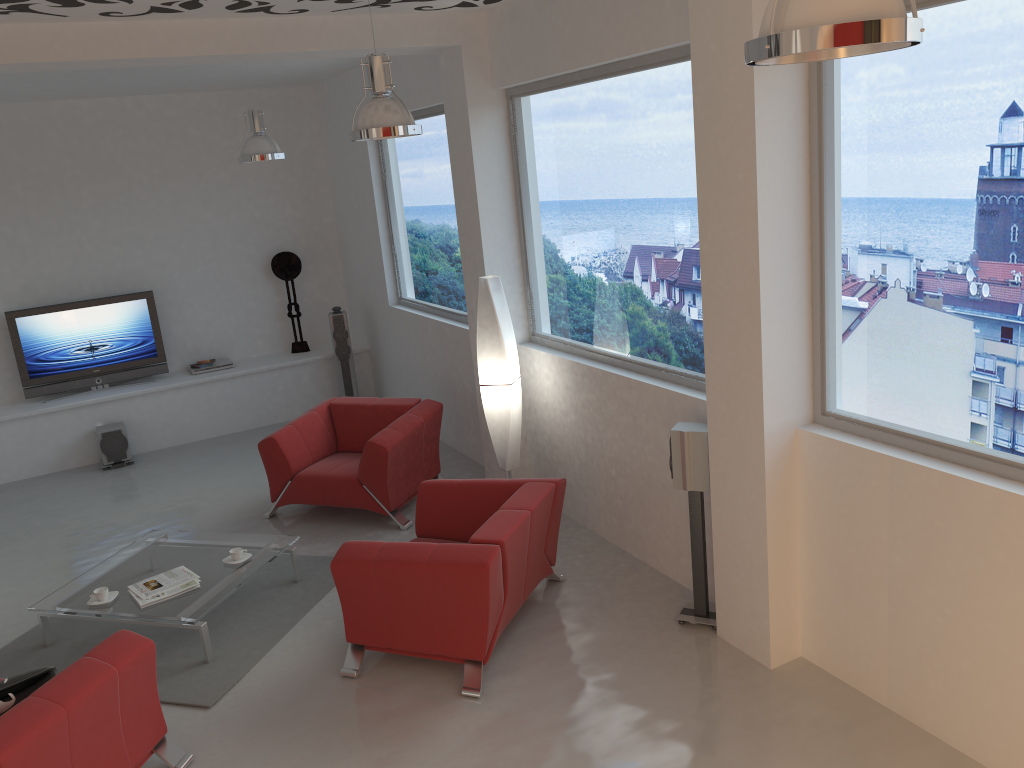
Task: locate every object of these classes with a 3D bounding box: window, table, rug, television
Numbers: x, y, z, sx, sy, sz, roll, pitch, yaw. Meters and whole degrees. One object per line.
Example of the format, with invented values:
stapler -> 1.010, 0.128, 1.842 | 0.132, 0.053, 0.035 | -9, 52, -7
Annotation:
window -> 1.924, -0.479, 2.928 | 0.100, 1.800, 2.400 | -13, 16, -25
table -> -2.090, 1.285, 5.510 | 1.162, 0.286, 1.097 | -1, 15, 18
window -> -0.652, -1.478, 7.799 | 0.100, 1.800, 2.400 | -13, 16, -25
rug -> -2.080, 1.429, 5.535 | 1.700, 0.025, 1.700 | -1, 15, 18
television -> -4.264, -0.387, 8.977 | 1.356, 0.919, 0.343 | -13, 16, -25
window -> 0.636, -0.978, 5.363 | 0.100, 1.800, 2.400 | -13, 16, -25

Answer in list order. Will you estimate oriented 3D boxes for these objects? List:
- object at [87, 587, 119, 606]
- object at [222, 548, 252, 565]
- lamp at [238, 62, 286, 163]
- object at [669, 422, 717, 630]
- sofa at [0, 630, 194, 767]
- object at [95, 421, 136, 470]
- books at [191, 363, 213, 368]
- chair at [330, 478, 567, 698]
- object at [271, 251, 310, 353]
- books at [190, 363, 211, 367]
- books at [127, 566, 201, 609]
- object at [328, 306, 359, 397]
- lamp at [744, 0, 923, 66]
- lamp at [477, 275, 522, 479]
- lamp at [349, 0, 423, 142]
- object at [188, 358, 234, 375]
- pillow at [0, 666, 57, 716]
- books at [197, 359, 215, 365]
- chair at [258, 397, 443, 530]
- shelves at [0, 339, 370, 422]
object -> -2.377, 1.225, 5.144 | 0.153, 0.069, 0.153 | -6, 14, 0
object -> -1.710, 1.064, 5.506 | 0.153, 0.069, 0.153 | 3, 17, 29
lamp -> -2.074, -2.204, 7.135 | 0.379, 0.800, 0.379 | -2, 15, 13
object -> 0.986, 0.758, 4.711 | 0.229, 1.112, 0.214 | 2, 16, 28
sofa -> -2.534, 1.537, 3.833 | 1.929, 0.738, 0.951 | -2, 15, 13
object -> -3.908, 0.605, 8.704 | 0.336, 0.374, 0.337 | -13, 16, -25
books -> -3.318, -0.199, 9.483 | 0.135, 0.015, 0.190 | 2, 16, 28
chair -> -0.298, 1.016, 4.969 | 0.951, 0.738, 1.288 | 1, 16, 23
object -> -2.433, -0.906, 9.839 | 0.331, 1.130, 0.108 | -6, 14, -1
books -> -3.321, -0.213, 9.482 | 0.135, 0.015, 0.190 | 8, 20, 42
books -> -2.049, 1.187, 5.231 | 0.367, 0.035, 0.345 | -16, 18, -35
object -> -1.815, -0.260, 9.597 | 0.255, 1.184, 0.273 | -9, 15, -11
lamp -> 0.686, -1.134, 1.916 | 0.379, 0.800, 0.379 | 4, 17, 34
lamp -> -0.065, 0.134, 6.194 | 0.313, 1.779, 0.313 | -15, 17, -33
lamp -> -0.694, -1.669, 4.526 | 0.379, 0.800, 0.379 | -5, 14, 3
object -> -3.244, -0.194, 9.554 | 0.430, 0.045, 0.352 | -13, 16, -25
pillow -> -2.084, 1.350, 3.670 | 0.402, 0.343, 0.288 | -15, 17, -32
books -> -3.275, -0.237, 9.495 | 0.190, 0.015, 0.135 | -10, 15, -16
chair -> -1.227, 0.588, 6.987 | 1.288, 0.738, 0.951 | 1, 16, 23
shelves -> -4.159, 0.100, 8.998 | 5.500, 0.050, 0.650 | -13, 16, -25
